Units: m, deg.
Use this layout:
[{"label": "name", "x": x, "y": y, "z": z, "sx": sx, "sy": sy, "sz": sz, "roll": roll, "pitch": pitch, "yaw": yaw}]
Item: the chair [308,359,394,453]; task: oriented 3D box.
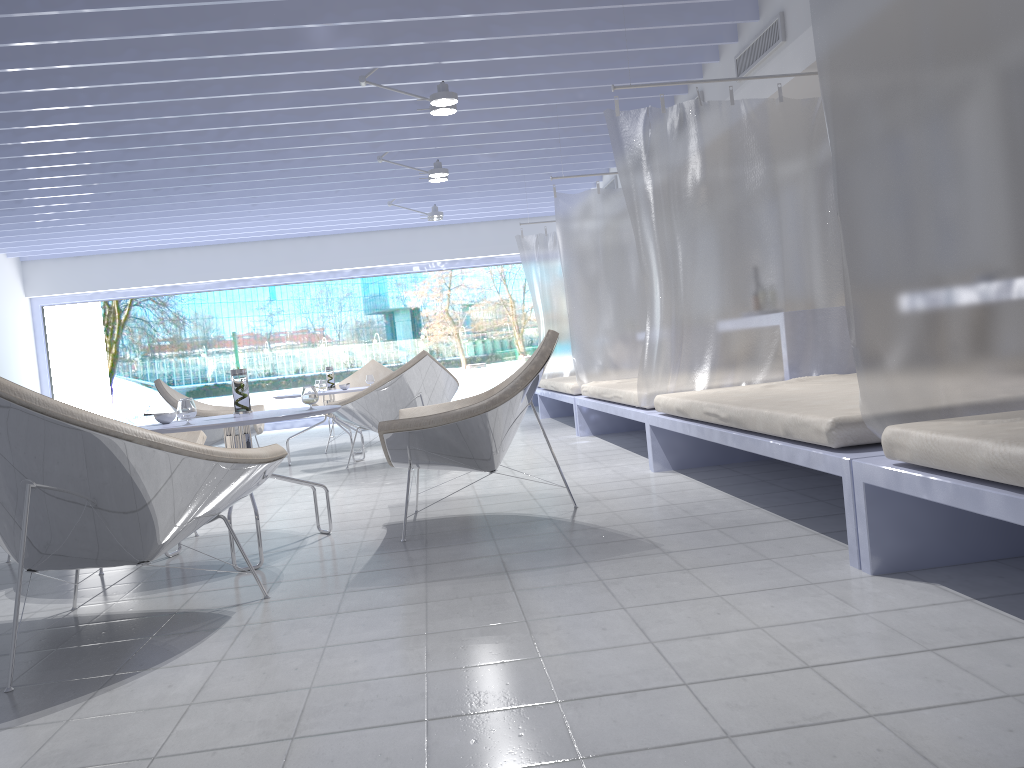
[{"label": "chair", "x": -1.263, "y": 0.162, "z": 7.805, "sx": 0.906, "sy": 0.759, "sz": 0.753, "roll": -6, "pitch": 2, "yaw": 5}]

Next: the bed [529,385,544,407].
[{"label": "bed", "x": 1.162, "y": 0.012, "z": 10.160, "sx": 2.022, "sy": 0.422, "sz": 2.200, "roll": -6, "pitch": 2, "yaw": -5}]

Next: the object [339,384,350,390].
[{"label": "object", "x": -1.236, "y": 0.023, "z": 6.553, "sx": 0.082, "sy": 0.043, "sz": 0.082, "roll": -7, "pitch": 2, "yaw": -37}]

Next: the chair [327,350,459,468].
[{"label": "chair", "x": -0.729, "y": 0.164, "z": 6.097, "sx": 0.906, "sy": 0.759, "sz": 0.753, "roll": -7, "pitch": 2, "yaw": -35}]

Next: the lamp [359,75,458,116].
[{"label": "lamp", "x": -0.639, "y": -1.803, "z": 5.476, "sx": 0.587, "sy": 0.218, "sz": 0.380, "roll": -6, "pitch": 2, "yaw": -5}]

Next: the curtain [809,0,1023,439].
[{"label": "curtain", "x": 1.809, "y": -0.682, "z": 2.430, "sx": 1.998, "sy": 1.559, "sz": 0.125, "roll": -6, "pitch": 2, "yaw": -7}]

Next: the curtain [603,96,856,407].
[{"label": "curtain", "x": 1.549, "y": -0.748, "z": 4.634, "sx": 2.050, "sy": 1.552, "sz": 0.151, "roll": -6, "pitch": 2, "yaw": -5}]

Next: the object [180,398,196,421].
[{"label": "object", "x": -1.323, "y": 0.103, "z": 3.615, "sx": 0.068, "sy": 0.091, "sz": 0.068, "roll": -6, "pitch": 2, "yaw": -16}]

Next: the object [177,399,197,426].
[{"label": "object", "x": -1.161, "y": 0.101, "z": 3.167, "sx": 0.068, "sy": 0.091, "sz": 0.068, "roll": -6, "pitch": 2, "yaw": -16}]

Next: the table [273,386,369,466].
[{"label": "table", "x": -1.384, "y": 0.320, "z": 6.806, "sx": 0.825, "sy": 0.534, "sz": 0.823, "roll": -6, "pitch": 2, "yaw": -14}]

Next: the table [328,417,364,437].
[{"label": "table", "x": -1.633, "y": 0.258, "z": 9.518, "sx": 0.825, "sy": 0.534, "sz": 0.823, "roll": -4, "pitch": 2, "yaw": 41}]

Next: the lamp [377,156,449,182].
[{"label": "lamp", "x": -0.844, "y": -1.849, "z": 7.555, "sx": 0.587, "sy": 0.218, "sz": 0.380, "roll": -6, "pitch": 2, "yaw": -5}]

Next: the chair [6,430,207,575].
[{"label": "chair", "x": -1.844, "y": 0.353, "z": 3.721, "sx": 0.753, "sy": 0.759, "sz": 0.906, "roll": -5, "pitch": 2, "yaw": 12}]

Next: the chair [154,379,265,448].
[{"label": "chair", "x": -2.305, "y": 0.301, "z": 6.760, "sx": 0.753, "sy": 0.759, "sz": 0.906, "roll": -6, "pitch": 2, "yaw": -10}]

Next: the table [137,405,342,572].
[{"label": "table", "x": -1.057, "y": 0.396, "z": 3.472, "sx": 0.825, "sy": 0.534, "sz": 0.823, "roll": -7, "pitch": 2, "yaw": -29}]

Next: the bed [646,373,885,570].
[{"label": "bed", "x": 1.797, "y": 0.159, "z": 3.566, "sx": 2.016, "sy": 0.427, "sz": 2.200, "roll": -6, "pitch": 2, "yaw": -5}]

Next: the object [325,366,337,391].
[{"label": "object", "x": -1.397, "y": -0.042, "z": 6.820, "sx": 0.075, "sy": 0.189, "sz": 0.075, "roll": -6, "pitch": 2, "yaw": -14}]

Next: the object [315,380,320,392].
[{"label": "object", "x": -1.533, "y": 0.013, "z": 7.047, "sx": 0.068, "sy": 0.091, "sz": 0.068, "roll": -5, "pitch": 2, "yaw": 17}]

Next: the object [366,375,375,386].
[{"label": "object", "x": -1.099, "y": -0.025, "z": 6.876, "sx": 0.068, "sy": 0.091, "sz": 0.068, "roll": -6, "pitch": 2, "yaw": -13}]

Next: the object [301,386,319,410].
[{"label": "object", "x": -0.783, "y": 0.054, "z": 3.437, "sx": 0.068, "sy": 0.091, "sz": 0.068, "roll": -6, "pitch": 2, "yaw": -16}]

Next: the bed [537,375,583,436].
[{"label": "bed", "x": 1.363, "y": 0.060, "z": 7.959, "sx": 2.016, "sy": 0.427, "sz": 2.200, "roll": -6, "pitch": 2, "yaw": -5}]

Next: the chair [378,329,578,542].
[{"label": "chair", "x": -0.132, "y": 0.181, "z": 3.720, "sx": 0.753, "sy": 0.759, "sz": 0.906, "roll": -6, "pitch": 2, "yaw": -2}]

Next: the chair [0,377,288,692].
[{"label": "chair", "x": -1.164, "y": 0.326, "z": 2.435, "sx": 0.906, "sy": 0.759, "sz": 0.753, "roll": -5, "pitch": 2, "yaw": 9}]

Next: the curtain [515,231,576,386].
[{"label": "curtain", "x": 1.116, "y": -0.847, "z": 9.029, "sx": 2.050, "sy": 1.552, "sz": 0.151, "roll": -6, "pitch": 2, "yaw": -5}]

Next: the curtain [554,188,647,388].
[{"label": "curtain", "x": 1.375, "y": -0.781, "z": 6.827, "sx": 1.998, "sy": 1.559, "sz": 0.125, "roll": -6, "pitch": 2, "yaw": -7}]

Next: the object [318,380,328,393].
[{"label": "object", "x": -1.383, "y": 0.016, "z": 6.496, "sx": 0.068, "sy": 0.091, "sz": 0.068, "roll": -5, "pitch": 2, "yaw": 23}]

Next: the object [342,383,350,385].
[{"label": "object", "x": -1.222, "y": 0.003, "z": 6.525, "sx": 0.012, "sy": 0.016, "sz": 0.098, "roll": -7, "pitch": 2, "yaw": -39}]

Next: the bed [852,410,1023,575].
[{"label": "bed", "x": 2.014, "y": 0.209, "z": 1.366, "sx": 2.016, "sy": 0.427, "sz": 2.200, "roll": -6, "pitch": 2, "yaw": -5}]

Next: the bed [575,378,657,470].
[{"label": "bed", "x": 1.596, "y": 0.111, "z": 5.766, "sx": 2.022, "sy": 0.422, "sz": 2.200, "roll": -6, "pitch": 2, "yaw": -5}]

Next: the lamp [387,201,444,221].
[{"label": "lamp", "x": -1.051, "y": -1.896, "z": 9.654, "sx": 0.587, "sy": 0.218, "sz": 0.380, "roll": -6, "pitch": 2, "yaw": -5}]

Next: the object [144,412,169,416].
[{"label": "object", "x": -1.387, "y": 0.119, "z": 3.465, "sx": 0.098, "sy": 0.016, "sz": 0.012, "roll": -6, "pitch": 2, "yaw": -6}]

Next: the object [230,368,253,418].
[{"label": "object", "x": -1.052, "y": 0.035, "z": 3.441, "sx": 0.075, "sy": 0.185, "sz": 0.075, "roll": -7, "pitch": 3, "yaw": -42}]

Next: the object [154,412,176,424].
[{"label": "object", "x": -1.353, "y": 0.135, "z": 3.464, "sx": 0.082, "sy": 0.043, "sz": 0.082, "roll": -6, "pitch": 2, "yaw": -4}]
